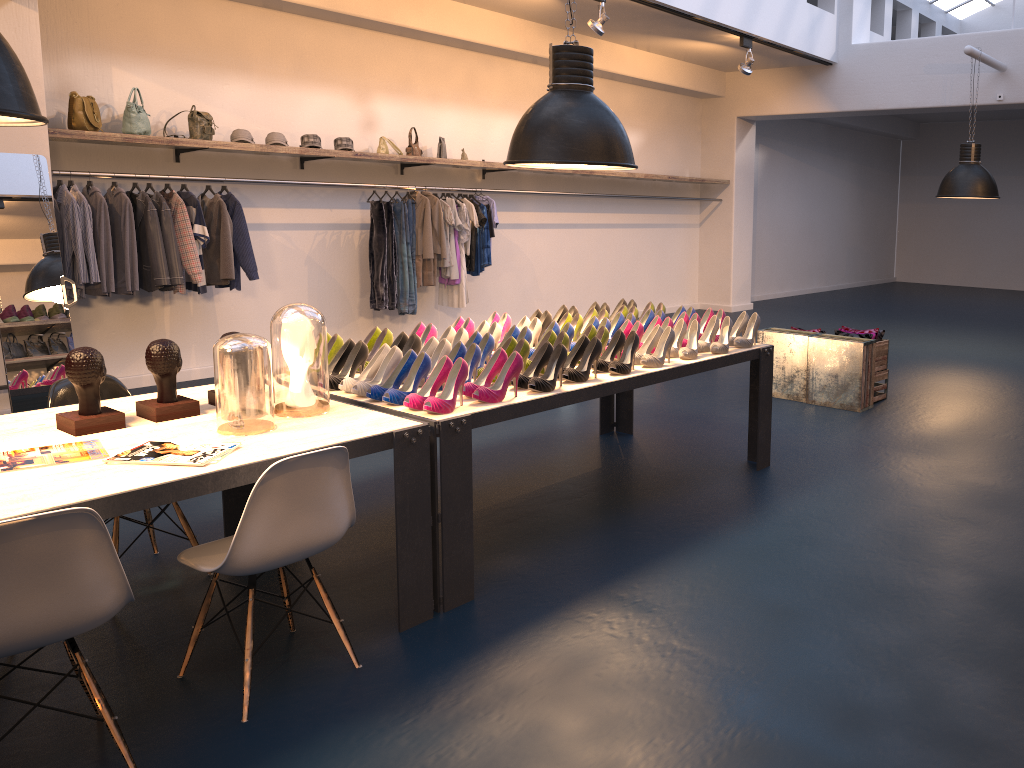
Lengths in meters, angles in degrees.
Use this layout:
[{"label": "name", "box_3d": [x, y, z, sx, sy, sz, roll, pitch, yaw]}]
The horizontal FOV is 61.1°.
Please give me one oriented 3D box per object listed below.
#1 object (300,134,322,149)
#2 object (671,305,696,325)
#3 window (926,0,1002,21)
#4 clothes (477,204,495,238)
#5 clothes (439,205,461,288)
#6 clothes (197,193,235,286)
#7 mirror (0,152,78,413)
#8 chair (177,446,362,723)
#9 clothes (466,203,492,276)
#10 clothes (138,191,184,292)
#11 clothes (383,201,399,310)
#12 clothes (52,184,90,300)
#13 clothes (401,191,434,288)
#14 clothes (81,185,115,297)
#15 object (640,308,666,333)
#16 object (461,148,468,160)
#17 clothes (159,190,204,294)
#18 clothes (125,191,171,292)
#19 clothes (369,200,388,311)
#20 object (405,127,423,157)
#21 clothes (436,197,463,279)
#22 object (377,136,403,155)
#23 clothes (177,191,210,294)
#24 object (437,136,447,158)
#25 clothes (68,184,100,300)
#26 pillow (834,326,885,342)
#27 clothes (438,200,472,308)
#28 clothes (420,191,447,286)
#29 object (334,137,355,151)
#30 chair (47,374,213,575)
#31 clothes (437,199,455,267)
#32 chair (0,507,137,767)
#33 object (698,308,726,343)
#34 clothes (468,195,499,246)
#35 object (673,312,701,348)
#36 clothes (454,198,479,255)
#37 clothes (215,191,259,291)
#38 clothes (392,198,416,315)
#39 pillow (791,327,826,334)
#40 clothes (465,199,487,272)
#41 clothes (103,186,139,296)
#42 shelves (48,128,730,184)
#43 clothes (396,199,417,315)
[{"label": "object", "box_3d": [-1.765, -2.134, 7.648, 0.183, 0.135, 0.229, -4, 12, -27]}, {"label": "object", "box_3d": [1.017, -0.381, 5.361, 0.264, 0.193, 0.186, -8, 13, -40]}, {"label": "window", "box_3d": [2.668, -5.171, 6.641, 4.007, 0.829, 20.421, 12, 15, 41]}, {"label": "clothes", "box_3d": [-0.379, -1.705, 9.109, 0.421, 0.367, 0.150, 9, 12, 38]}, {"label": "clothes", "box_3d": [-0.643, -1.405, 8.885, 0.305, 0.868, 0.101, 8, 11, 42]}, {"label": "clothes", "box_3d": [-2.422, -1.154, 6.941, 0.649, 0.728, 0.189, 8, 11, 38]}, {"label": "mirror", "box_3d": [-3.105, -0.577, 5.543, 0.482, 1.749, 0.549, 7, 11, 41]}, {"label": "chair", "box_3d": [-0.763, 0.553, 2.766, 0.502, 0.794, 0.507, 8, 12, 40]}, {"label": "clothes", "box_3d": [-0.409, -1.521, 9.137, 0.451, 0.762, 0.136, 8, 11, 39]}, {"label": "clothes", "box_3d": [-2.710, -1.087, 6.604, 0.606, 0.747, 0.140, 9, 12, 42]}, {"label": "clothes", "box_3d": [-1.175, -1.228, 8.316, 0.212, 1.038, 0.161, 7, 11, 40]}, {"label": "clothes", "box_3d": [-3.144, -0.992, 6.094, 0.500, 0.807, 0.133, 8, 11, 40]}, {"label": "clothes", "box_3d": [-0.940, -1.424, 8.549, 0.482, 0.938, 0.200, 7, 10, 36]}, {"label": "clothes", "box_3d": [-3.018, -1.036, 6.279, 0.489, 0.793, 0.205, 7, 10, 35]}, {"label": "object", "box_3d": [0.794, -0.341, 5.139, 0.186, 0.193, 0.264, 9, 13, 41]}, {"label": "object", "box_3d": [-0.502, -2.407, 9.113, 0.084, 0.132, 0.127, -1, 10, -10]}, {"label": "clothes", "box_3d": [-2.623, -1.105, 6.720, 0.623, 0.789, 0.191, 8, 11, 39]}, {"label": "clothes", "box_3d": [-2.781, -1.073, 6.525, 0.606, 0.747, 0.140, 9, 12, 42]}, {"label": "clothes", "box_3d": [-1.278, -1.208, 8.182, 0.212, 1.038, 0.161, 7, 11, 40]}, {"label": "object", "box_3d": [-0.972, -2.400, 8.622, 0.099, 0.297, 0.306, 3, 10, 17]}, {"label": "clothes", "box_3d": [-0.682, -1.485, 8.828, 0.472, 0.823, 0.154, 9, 12, 44]}, {"label": "object", "box_3d": [-1.171, -2.279, 8.340, 0.236, 0.172, 0.360, 0, 11, -4]}, {"label": "clothes", "box_3d": [-2.541, -1.112, 6.807, 0.522, 0.787, 0.135, 9, 12, 42]}, {"label": "object", "box_3d": [-0.719, -2.415, 8.899, 0.078, 0.227, 0.278, 1, 10, 4]}, {"label": "clothes", "box_3d": [-3.094, -1.002, 6.148, 0.500, 0.807, 0.133, 8, 11, 40]}, {"label": "pillow", "box_3d": [2.819, -0.291, 7.116, 0.329, 0.346, 0.475, 9, 13, 41]}, {"label": "clothes", "box_3d": [-0.602, -1.342, 8.948, 0.462, 1.099, 0.142, 7, 11, 39]}, {"label": "clothes", "box_3d": [-0.856, -1.440, 8.635, 0.482, 0.938, 0.200, 7, 10, 36]}, {"label": "object", "box_3d": [-1.527, -2.182, 7.909, 0.183, 0.135, 0.229, -4, 12, -27]}, {"label": "chair", "box_3d": [-1.546, 0.392, 3.447, 0.505, 0.794, 0.505, 7, 11, 34]}, {"label": "clothes", "box_3d": [-0.746, -1.522, 8.748, 0.507, 0.679, 0.127, 8, 11, 39]}, {"label": "chair", "box_3d": [-1.252, 0.651, 2.234, 0.507, 0.794, 0.502, -7, 12, -40]}, {"label": "object", "box_3d": [1.185, -0.354, 5.250, 0.186, 0.193, 0.263, 9, 13, 38]}, {"label": "clothes", "box_3d": [-0.320, -1.651, 9.214, 0.507, 0.693, 0.134, 8, 11, 38]}, {"label": "object", "box_3d": [0.978, -0.311, 5.020, 0.186, 0.193, 0.264, 9, 13, 41]}, {"label": "clothes", "box_3d": [-0.529, -1.632, 8.985, 0.481, 0.580, 0.085, 9, 11, 40]}, {"label": "clothes", "box_3d": [-2.305, -1.169, 7.070, 0.623, 0.789, 0.191, 8, 11, 39]}, {"label": "clothes", "box_3d": [-1.045, -1.221, 8.390, 0.219, 1.126, 0.166, 3, 9, 21]}, {"label": "pillow", "box_3d": [2.414, -0.309, 7.318, 0.285, 0.316, 0.499, 9, 13, 41]}, {"label": "clothes", "box_3d": [-0.479, -1.549, 9.041, 0.518, 0.744, 0.151, 9, 12, 42]}, {"label": "clothes", "box_3d": [-2.900, -1.059, 6.408, 0.489, 0.793, 0.205, 7, 10, 35]}, {"label": "shelves", "box_3d": [-0.192, -0.503, 4.034, 7.989, 2.205, 18.329, 11, 15, 40]}, {"label": "clothes", "box_3d": [-1.050, -1.242, 8.491, 0.254, 1.126, 0.190, -7, 11, -41]}]
